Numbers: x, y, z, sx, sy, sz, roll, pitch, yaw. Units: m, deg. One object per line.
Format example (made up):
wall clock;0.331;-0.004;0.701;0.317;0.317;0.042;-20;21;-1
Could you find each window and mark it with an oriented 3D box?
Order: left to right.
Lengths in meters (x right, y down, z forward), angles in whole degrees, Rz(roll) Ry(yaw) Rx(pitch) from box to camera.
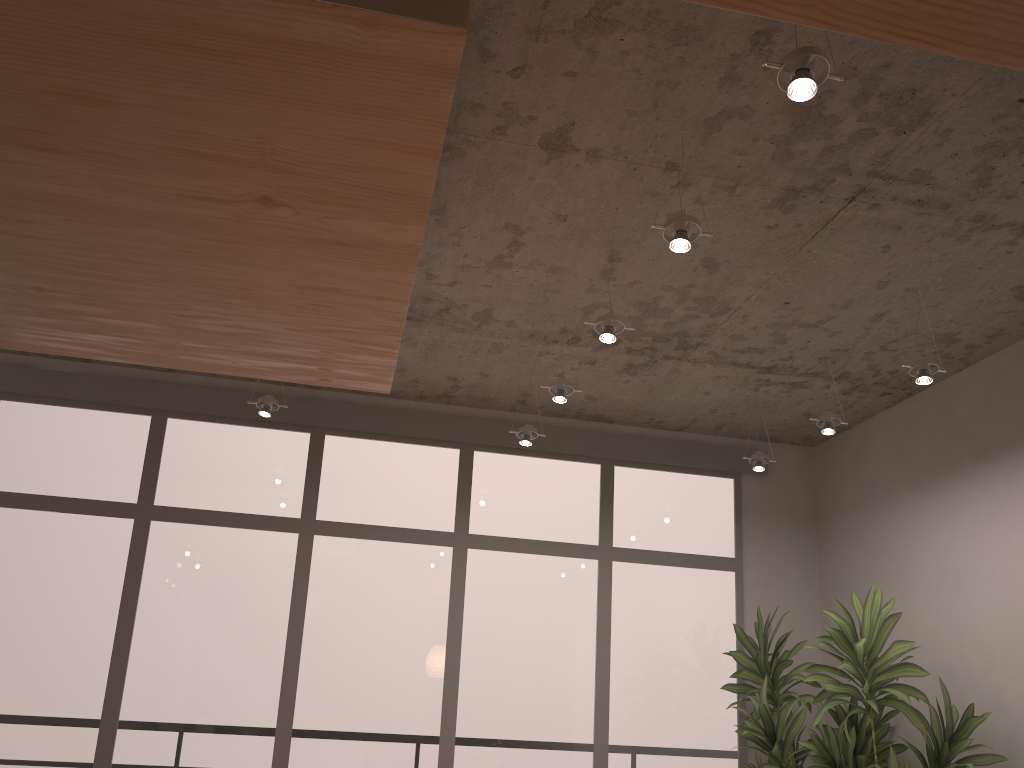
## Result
window;-2.378;1.539;5.397;8.565;3.198;0.063;7;-16;-10

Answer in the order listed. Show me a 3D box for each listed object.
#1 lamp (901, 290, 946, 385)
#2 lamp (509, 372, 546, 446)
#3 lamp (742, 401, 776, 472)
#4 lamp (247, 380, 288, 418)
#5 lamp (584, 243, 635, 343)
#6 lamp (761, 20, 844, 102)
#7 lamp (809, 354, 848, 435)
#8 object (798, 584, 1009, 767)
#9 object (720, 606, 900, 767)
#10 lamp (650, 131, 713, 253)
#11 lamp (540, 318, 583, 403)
lamp;1.932;-0.230;4.167;0.201;0.470;0.136;18;-22;-41
lamp;0.103;0.146;5.455;0.201;0.470;0.136;18;-22;-41
lamp;1.600;0.329;5.723;0.201;0.470;0.136;18;-22;-41
lamp;-1.414;-0.039;5.184;0.201;0.470;0.136;18;-22;-41
lamp;0.434;-0.413;3.899;0.201;0.470;0.136;18;-22;-41
lamp;0.766;-0.973;2.344;0.201;0.470;0.136;18;-22;-41
lamp;1.766;0.049;4.945;0.201;0.470;0.136;18;-22;-41
object;1.995;2.157;4.685;0.966;2.051;1.109;2;-17;2
object;1.844;2.386;5.324;1.081;2.051;0.991;1;-17;7
lamp;0.600;-0.693;3.121;0.201;0.470;0.136;18;-22;-41
lamp;0.269;-0.133;4.677;0.201;0.470;0.136;18;-22;-41
